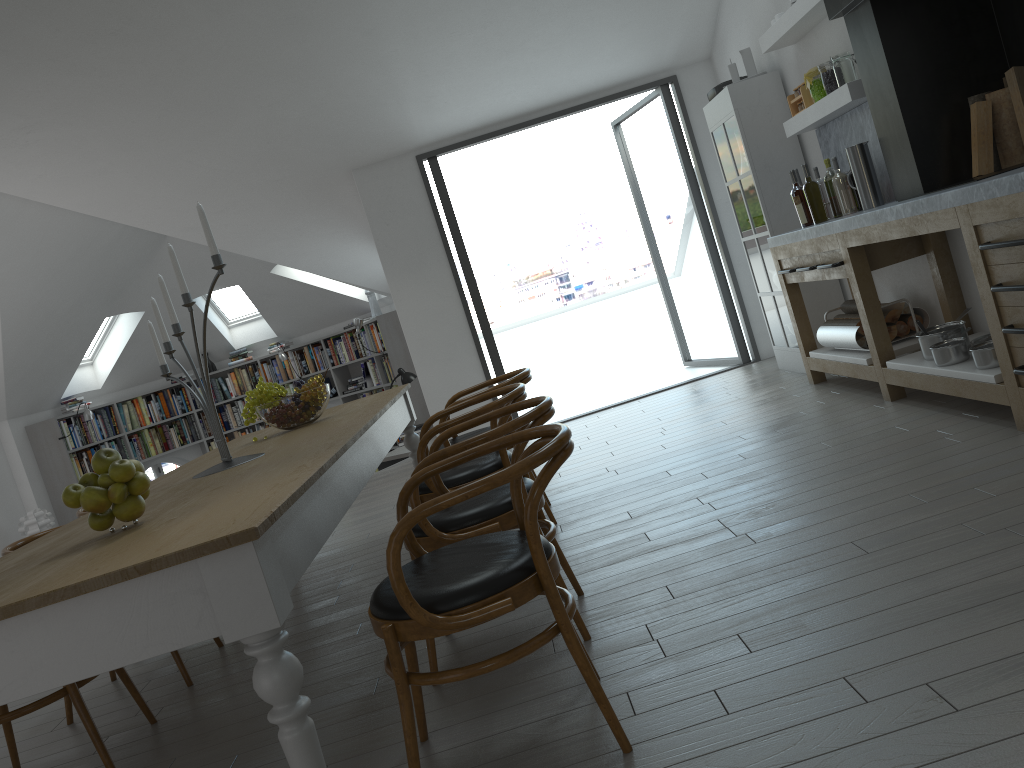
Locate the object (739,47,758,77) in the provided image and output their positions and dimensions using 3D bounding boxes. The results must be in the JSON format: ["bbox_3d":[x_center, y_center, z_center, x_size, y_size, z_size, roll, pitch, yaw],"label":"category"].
[{"bbox_3d":[1.586,-2.133,5.926,0.072,0.211,0.071,-16,4,23],"label":"object"}]

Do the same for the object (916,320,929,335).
[{"bbox_3d":[1.975,-0.229,4.185,0.051,0.152,0.190,-17,4,0],"label":"object"}]

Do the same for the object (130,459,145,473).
[{"bbox_3d":[-1.003,0.234,2.337,0.066,0.071,0.072,-20,5,-31],"label":"object"}]

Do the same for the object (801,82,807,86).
[{"bbox_3d":[1.756,-1.764,5.278,0.058,0.075,0.059,-16,4,23],"label":"object"}]

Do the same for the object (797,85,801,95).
[{"bbox_3d":[1.754,-1.770,5.345,0.058,0.075,0.059,-16,4,23],"label":"object"}]

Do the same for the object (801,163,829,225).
[{"bbox_3d":[1.718,-1.083,5.058,0.092,0.358,0.093,-14,5,43],"label":"object"}]

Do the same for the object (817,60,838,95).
[{"bbox_3d":[1.765,-1.687,4.885,0.120,0.182,0.120,-16,4,15],"label":"object"}]

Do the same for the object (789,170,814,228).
[{"bbox_3d":[1.710,-1.096,5.255,0.092,0.358,0.093,-15,4,34],"label":"object"}]

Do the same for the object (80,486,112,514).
[{"bbox_3d":[-1.048,0.291,2.237,0.076,0.076,0.076,-20,5,-33],"label":"object"}]

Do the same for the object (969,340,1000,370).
[{"bbox_3d":[2.023,-0.144,3.647,0.261,0.113,0.154,-18,4,-1],"label":"object"}]

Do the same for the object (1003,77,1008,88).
[{"bbox_3d":[2.363,-1.224,4.133,0.088,0.424,0.068,-17,3,14],"label":"object"}]

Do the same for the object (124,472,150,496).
[{"bbox_3d":[-0.967,0.258,2.287,0.062,0.059,0.062,-17,4,4],"label":"object"}]

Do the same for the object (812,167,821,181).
[{"bbox_3d":[1.877,-1.150,5.358,0.085,0.330,0.085,-17,3,8],"label":"object"}]

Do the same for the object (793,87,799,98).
[{"bbox_3d":[1.752,-1.775,5.412,0.058,0.075,0.059,-16,4,23],"label":"object"}]

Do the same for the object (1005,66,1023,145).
[{"bbox_3d":[2.265,-1.192,3.907,0.078,0.426,0.149,-15,4,35],"label":"object"}]

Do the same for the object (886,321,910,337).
[{"bbox_3d":[2.118,-0.318,5.084,0.091,0.089,0.455,-18,5,-3],"label":"object"}]

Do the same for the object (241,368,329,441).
[{"bbox_3d":[-1.049,0.073,4.156,0.395,0.284,0.291,-21,5,-36],"label":"object"}]

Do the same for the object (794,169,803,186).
[{"bbox_3d":[1.784,-1.144,5.434,0.085,0.359,0.089,-16,4,21],"label":"object"}]

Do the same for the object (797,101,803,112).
[{"bbox_3d":[1.778,-1.693,5.417,0.058,0.075,0.059,-16,4,23],"label":"object"}]

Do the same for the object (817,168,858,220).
[{"bbox_3d":[1.891,-1.119,5.166,0.183,0.286,0.185,-16,4,24],"label":"object"}]

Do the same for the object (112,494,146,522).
[{"bbox_3d":[-0.990,0.318,2.290,0.078,0.074,0.081,-13,6,44],"label":"object"}]

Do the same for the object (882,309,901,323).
[{"bbox_3d":[2.080,-0.382,5.084,0.115,0.079,0.435,-18,5,-3],"label":"object"}]

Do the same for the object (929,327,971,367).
[{"bbox_3d":[1.994,-0.163,3.949,0.261,0.113,0.153,-18,5,-11],"label":"object"}]

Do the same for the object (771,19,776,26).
[{"bbox_3d":[1.612,-2.185,5.384,0.057,0.061,0.058,-18,4,-1],"label":"object"}]

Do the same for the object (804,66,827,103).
[{"bbox_3d":[1.755,-1.709,5.084,0.128,0.199,0.163,-18,4,-6],"label":"object"}]

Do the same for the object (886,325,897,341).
[{"bbox_3d":[2.040,-0.291,5.061,0.093,0.083,0.480,-18,5,-3],"label":"object"}]

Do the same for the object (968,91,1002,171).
[{"bbox_3d":[2.199,-1.157,4.085,0.131,0.366,0.068,-17,4,13],"label":"object"}]

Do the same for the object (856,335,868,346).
[{"bbox_3d":[1.971,-0.259,5.061,0.067,0.067,0.423,-18,5,-3],"label":"object"}]

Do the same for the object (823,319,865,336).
[{"bbox_3d":[1.911,-0.324,5.061,0.092,0.093,0.437,-18,5,-3],"label":"object"}]

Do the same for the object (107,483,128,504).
[{"bbox_3d":[-0.995,0.276,2.239,0.051,0.053,0.053,-18,4,-9],"label":"object"}]

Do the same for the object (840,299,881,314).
[{"bbox_3d":[2.015,-0.439,5.122,0.104,0.102,0.292,-18,5,-3],"label":"object"}]

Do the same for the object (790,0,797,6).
[{"bbox_3d":[1.607,-2.184,5.056,0.064,0.124,0.068,-18,4,-7],"label":"object"}]

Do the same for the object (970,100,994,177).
[{"bbox_3d":[2.134,-1.113,4.029,0.148,0.335,0.081,-18,4,-10],"label":"object"}]

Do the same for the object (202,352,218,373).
[{"bbox_3d":[-3.879,-0.275,11.385,0.147,0.264,0.202,-18,4,-4],"label":"object"}]

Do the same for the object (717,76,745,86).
[{"bbox_3d":[1.553,-2.065,6.263,0.238,0.119,0.238,-17,5,0],"label":"object"}]

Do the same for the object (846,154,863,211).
[{"bbox_3d":[1.916,-1.126,4.924,0.085,0.330,0.085,-17,3,8],"label":"object"}]

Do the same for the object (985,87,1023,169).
[{"bbox_3d":[2.247,-1.152,4.014,0.130,0.366,0.072,-16,4,18],"label":"object"}]

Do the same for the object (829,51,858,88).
[{"bbox_3d":[1.773,-1.667,4.671,0.207,0.177,0.104,-16,4,22],"label":"object"}]

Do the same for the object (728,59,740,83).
[{"bbox_3d":[1.494,-2.100,5.970,0.054,0.196,0.054,-16,4,24],"label":"object"}]

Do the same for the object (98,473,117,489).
[{"bbox_3d":[-1.032,0.250,2.271,0.053,0.050,0.052,-20,5,-29],"label":"object"}]

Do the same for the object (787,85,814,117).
[{"bbox_3d":[1.772,-1.710,5.347,0.120,0.146,0.237,-17,5,0],"label":"object"}]

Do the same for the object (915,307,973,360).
[{"bbox_3d":[2.086,-0.232,4.157,0.379,0.163,0.223,-18,5,-11],"label":"object"}]

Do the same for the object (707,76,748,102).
[{"bbox_3d":[1.556,-2.056,6.263,0.299,0.119,0.299,-17,5,0],"label":"object"}]

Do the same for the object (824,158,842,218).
[{"bbox_3d":[1.823,-1.108,5.009,0.091,0.338,0.092,-16,4,18],"label":"object"}]

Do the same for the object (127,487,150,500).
[{"bbox_3d":[-0.996,0.287,2.363,0.060,0.056,0.059,-18,4,-6],"label":"object"}]

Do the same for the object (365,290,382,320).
[{"bbox_3d":[-1.639,-0.998,10.377,0.178,0.472,0.179,-17,4,9],"label":"object"}]

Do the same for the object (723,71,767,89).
[{"bbox_3d":[1.570,-2.028,5.954,0.294,0.025,0.151,-15,5,23],"label":"object"}]

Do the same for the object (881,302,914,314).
[{"bbox_3d":[2.147,-0.427,5.067,0.071,0.072,0.423,-18,5,-3],"label":"object"}]

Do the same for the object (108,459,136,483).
[{"bbox_3d":[-0.990,0.222,2.252,0.062,0.059,0.062,-17,4,0],"label":"object"}]

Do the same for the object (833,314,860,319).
[{"bbox_3d":[1.979,-0.364,5.089,0.101,0.086,0.363,-18,5,-3],"label":"object"}]

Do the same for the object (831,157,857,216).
[{"bbox_3d":[1.810,-1.085,4.866,0.085,0.330,0.085,-17,3,8],"label":"object"}]

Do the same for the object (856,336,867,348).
[{"bbox_3d":[1.893,-0.236,5.057,0.067,0.067,0.423,-18,5,-3],"label":"object"}]

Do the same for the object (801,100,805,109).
[{"bbox_3d":[1.780,-1.688,5.350,0.058,0.075,0.059,-16,4,23],"label":"object"}]

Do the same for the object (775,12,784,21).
[{"bbox_3d":[1.611,-2.183,5.310,0.054,0.071,0.054,-18,4,-1],"label":"object"}]

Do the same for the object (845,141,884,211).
[{"bbox_3d":[1.849,-1.088,4.659,0.114,0.339,0.165,-17,4,3],"label":"object"}]

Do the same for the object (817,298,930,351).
[{"bbox_3d":[2.035,-0.340,5.048,0.429,0.231,0.528,-18,5,-3],"label":"object"}]

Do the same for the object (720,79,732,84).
[{"bbox_3d":[1.550,-2.074,6.262,0.170,0.119,0.170,-17,4,0],"label":"object"}]

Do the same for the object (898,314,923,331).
[{"bbox_3d":[2.199,-0.352,5.083,0.091,0.092,0.437,-18,5,-3],"label":"object"}]

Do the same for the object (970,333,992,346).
[{"bbox_3d":[2.248,-0.240,3.910,0.510,0.052,0.263,-20,5,-24],"label":"object"}]
